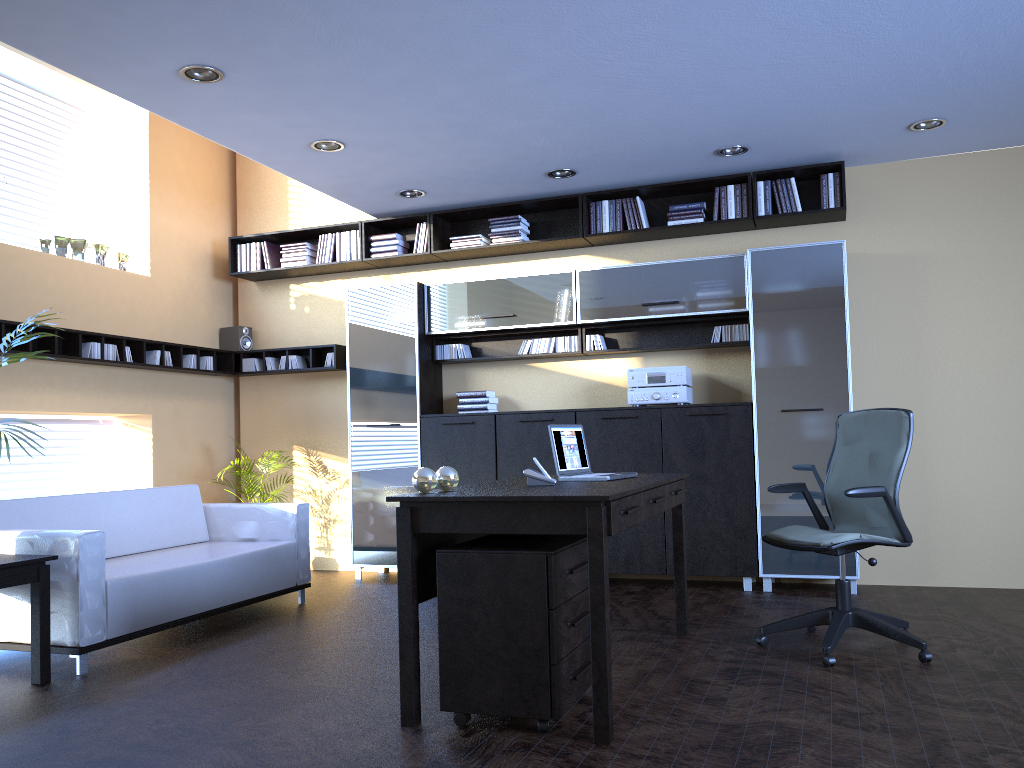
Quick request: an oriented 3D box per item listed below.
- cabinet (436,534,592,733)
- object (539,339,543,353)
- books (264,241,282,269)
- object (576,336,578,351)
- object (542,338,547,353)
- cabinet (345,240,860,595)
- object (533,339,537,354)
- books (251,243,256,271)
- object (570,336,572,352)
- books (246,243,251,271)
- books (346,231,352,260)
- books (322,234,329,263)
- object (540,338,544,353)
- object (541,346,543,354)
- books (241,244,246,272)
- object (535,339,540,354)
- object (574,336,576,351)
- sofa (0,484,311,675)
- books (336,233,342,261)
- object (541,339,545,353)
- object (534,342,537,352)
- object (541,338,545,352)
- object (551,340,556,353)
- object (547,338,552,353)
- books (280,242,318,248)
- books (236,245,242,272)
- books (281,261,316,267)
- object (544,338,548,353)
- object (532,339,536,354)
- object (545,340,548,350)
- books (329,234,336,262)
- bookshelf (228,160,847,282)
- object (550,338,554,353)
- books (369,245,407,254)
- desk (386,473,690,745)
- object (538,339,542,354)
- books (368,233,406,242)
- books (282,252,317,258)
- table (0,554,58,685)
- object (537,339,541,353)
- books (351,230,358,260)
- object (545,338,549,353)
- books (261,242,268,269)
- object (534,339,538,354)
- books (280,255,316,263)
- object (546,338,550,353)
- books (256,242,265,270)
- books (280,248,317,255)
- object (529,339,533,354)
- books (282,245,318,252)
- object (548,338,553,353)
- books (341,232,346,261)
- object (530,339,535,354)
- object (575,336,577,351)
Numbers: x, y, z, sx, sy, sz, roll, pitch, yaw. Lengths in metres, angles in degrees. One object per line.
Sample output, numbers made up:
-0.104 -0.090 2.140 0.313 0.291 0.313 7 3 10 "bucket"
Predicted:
0.058 0.988 3.636 0.500 0.679 0.635 -3 -3 20 "cabinet"
0.254 -0.298 7.094 0.040 0.118 0.142 -2 -3 20 "object"
-2.120 -1.122 7.889 0.075 0.259 0.207 -2 -3 19 "books"
0.532 -0.313 6.986 0.009 0.120 0.142 -2 -3 20 "object"
0.280 -0.300 7.077 0.040 0.118 0.142 -2 -3 20 "object"
0.551 0.321 6.836 3.877 2.396 0.491 -3 -3 20 "cabinet"
0.205 -0.296 7.107 0.036 0.116 0.140 -2 -3 20 "object"
-2.257 -1.115 7.940 0.050 0.258 0.207 -2 -3 20 "books"
0.487 -0.310 7.011 0.009 0.120 0.142 -2 -3 20 "object"
-2.309 -1.113 7.950 0.050 0.258 0.207 -2 -3 19 "books"
-1.353 -1.161 7.608 0.050 0.258 0.207 -2 -3 20 "books"
-1.571 -1.150 7.688 0.075 0.259 0.207 -2 -3 20 "books"
0.261 -0.299 7.084 0.036 0.116 0.140 -2 -3 19 "object"
0.263 -0.298 7.090 0.040 0.118 0.142 -2 -3 19 "object"
-2.354 -1.110 7.978 0.050 0.258 0.207 -2 -3 19 "books"
0.223 -0.297 7.098 0.040 0.118 0.142 -2 -3 20 "object"
0.514 -0.311 6.995 0.009 0.120 0.142 -2 -3 20 "object"
-2.248 1.085 5.481 1.015 0.847 2.058 -3 -4 20 "sofa"
-1.448 -1.156 7.651 0.050 0.258 0.207 -2 -3 20 "books"
0.272 -0.299 7.084 0.036 0.116 0.140 -2 -3 20 "object"
0.216 -0.296 7.108 0.040 0.118 0.142 -2 -3 20 "object"
0.272 -0.299 7.086 0.040 0.118 0.142 -2 -3 20 "object"
0.347 -0.303 7.057 0.040 0.118 0.142 -2 -3 20 "object"
0.320 -0.301 7.070 0.040 0.118 0.142 -2 -3 19 "object"
-1.875 -1.206 7.813 0.258 0.028 0.208 -3 -4 19 "books"
-2.404 -1.108 7.992 0.050 0.258 0.207 -2 -3 19 "books"
-1.858 -1.031 7.791 0.258 0.050 0.207 -3 -4 20 "books"
0.290 -0.300 7.075 0.036 0.116 0.140 -2 -3 20 "object"
0.197 -0.295 7.113 0.036 0.116 0.140 -2 -3 20 "object"
0.291 -0.300 7.079 0.040 0.118 0.142 -2 -3 20 "object"
-1.506 -1.152 7.681 0.075 0.259 0.207 -2 -3 19 "books"
-0.042 -1.245 7.164 5.126 0.340 0.362 -3 -3 20 "bookshelf"
0.337 -0.302 7.058 0.036 0.116 0.140 -2 -3 20 "object"
-1.045 -1.123 7.498 0.258 0.050 0.208 -3 -4 19 "books"
0.269 0.914 4.193 0.914 0.889 1.896 -3 -4 20 "desk"
0.243 -0.297 7.095 0.040 0.118 0.142 -2 -3 20 "object"
-1.055 -1.224 7.511 0.258 0.050 0.208 -3 -4 19 "books"
-1.852 -1.122 7.808 0.258 0.028 0.208 -3 -4 20 "books"
-2.935 1.103 3.547 0.898 0.602 1.896 -3 -4 20 "table"
0.235 -0.297 7.100 0.036 0.116 0.140 -2 -3 19 "object"
-1.304 -1.164 7.591 0.050 0.258 0.207 -2 -3 20 "books"
0.302 -0.300 7.079 0.040 0.118 0.142 -2 -3 20 "object"
-2.148 -1.120 7.904 0.075 0.259 0.207 -2 -3 19 "books"
0.216 -0.296 7.106 0.036 0.116 0.140 -2 -3 20 "object"
-1.867 -1.081 7.801 0.258 0.050 0.208 -3 -4 19 "books"
0.309 -0.301 7.069 0.040 0.118 0.142 -2 -3 20 "object"
-2.208 -1.117 7.923 0.050 0.258 0.207 -2 -3 19 "books"
-1.869 -1.151 7.794 0.258 0.028 0.208 -3 -4 20 "books"
0.176 -0.294 7.117 0.040 0.118 0.142 -2 -3 19 "object"
-1.853 -1.179 7.806 0.258 0.028 0.208 -3 -4 19 "books"
0.329 -0.302 7.065 0.040 0.118 0.142 -2 -3 19 "object"
-1.400 -1.158 7.633 0.050 0.258 0.207 -2 -3 19 "books"
0.186 -0.295 7.113 0.040 0.118 0.142 -2 -3 20 "object"
0.525 -0.312 6.996 0.009 0.120 0.142 -2 -3 20 "object"
